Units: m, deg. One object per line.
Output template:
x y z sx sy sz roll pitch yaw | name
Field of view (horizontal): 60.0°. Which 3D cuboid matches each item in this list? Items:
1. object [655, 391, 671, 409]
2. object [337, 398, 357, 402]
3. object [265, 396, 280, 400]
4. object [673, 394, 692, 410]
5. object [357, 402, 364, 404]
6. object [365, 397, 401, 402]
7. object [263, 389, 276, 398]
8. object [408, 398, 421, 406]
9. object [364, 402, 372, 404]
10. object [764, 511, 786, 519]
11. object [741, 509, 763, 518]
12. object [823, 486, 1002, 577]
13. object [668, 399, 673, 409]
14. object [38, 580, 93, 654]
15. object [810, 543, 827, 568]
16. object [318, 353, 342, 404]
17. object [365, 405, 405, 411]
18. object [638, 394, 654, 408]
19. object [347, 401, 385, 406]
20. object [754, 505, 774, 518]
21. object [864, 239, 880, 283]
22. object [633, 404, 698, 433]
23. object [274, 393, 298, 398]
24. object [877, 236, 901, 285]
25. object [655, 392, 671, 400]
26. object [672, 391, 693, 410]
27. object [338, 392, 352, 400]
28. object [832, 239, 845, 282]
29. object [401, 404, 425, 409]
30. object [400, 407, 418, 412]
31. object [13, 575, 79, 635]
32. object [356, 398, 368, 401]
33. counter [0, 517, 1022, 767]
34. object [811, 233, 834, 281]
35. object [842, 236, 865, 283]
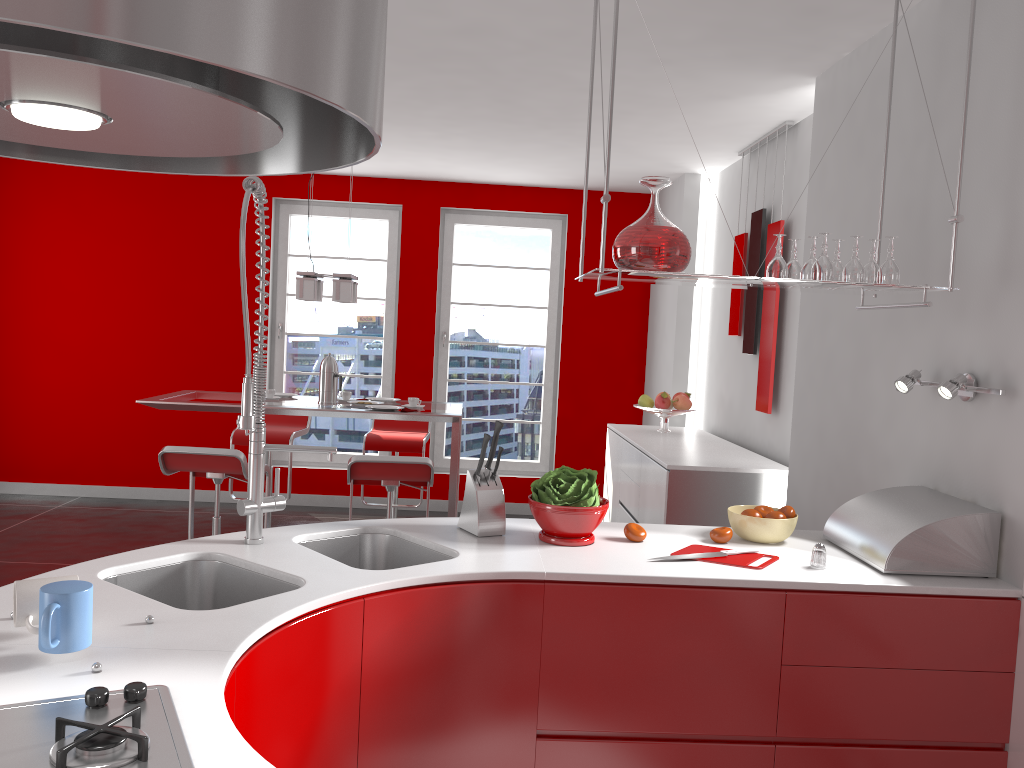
0.924 0.101 5.467 0.097 0.133 0.117 2 3 -13 | object
-0.975 0.095 5.216 0.119 0.016 0.119 3 3 -5 | object
-1.390 0.081 5.092 0.119 0.016 0.119 1 4 -23 | object
1.055 0.115 5.464 0.121 0.101 0.097 1 4 -24 | object
-0.859 0.107 5.029 0.036 0.006 0.034 4 4 21 | object
-0.777 0.097 5.342 0.217 0.015 0.217 1 4 -27 | object
-1.396 0.057 5.093 0.078 0.049 0.062 4 4 20 | object
-0.551 0.105 5.020 0.078 0.049 0.062 3 3 -3 | object
-0.822 0.107 5.057 0.036 0.006 0.034 5 4 34 | object
0.770 0.396 2.594 0.066 0.049 0.062 3 3 -6 | object
0.705 0.392 2.611 0.066 0.049 0.062 3 3 5 | object
1.108 0.400 2.499 0.300 0.170 0.400 3 3 -3 | object
0.974 0.131 5.577 0.086 0.079 0.084 5 4 25 | object
-0.735 0.388 1.464 0.080 0.100 0.109 1 4 -30 | object
0.810 0.452 2.340 0.043 0.066 0.042 4 3 10 | object
-1.025 -0.034 5.043 0.149 0.287 0.113 3 3 5 | object
-0.693 0.132 4.827 0.217 0.015 0.217 5 4 33 | object
0.845 0.110 5.569 0.083 0.086 0.100 0 5 -43 | object
-0.833 0.112 5.048 0.217 0.015 0.217 5 4 34 | object
0.753 0.392 2.654 0.065 0.052 0.062 2 4 -18 | object
1.019 -0.337 2.510 0.060 0.141 0.060 3 3 -3 | object
0.955 0.221 5.559 0.398 0.159 0.398 0 5 -43 | object
-1.391 0.068 5.305 0.217 0.015 0.217 4 4 21 | object
1.033 -0.331 2.426 0.060 0.141 0.060 3 3 -3 | object
0.961 0.103 5.661 0.096 0.105 0.117 5 4 26 | object
1.061 0.099 5.592 0.117 0.129 0.150 6 5 44 | object
-0.980 0.071 5.219 0.078 0.049 0.062 5 4 37 | object
0.935 -0.344 2.556 0.060 0.141 0.060 1 4 -26 | object
-0.560 0.128 5.021 0.119 0.016 0.119 4 4 17 | object
-0.555 0.141 4.828 0.095 0.012 0.234 3 3 -3 | object
-0.819 0.386 1.564 0.100 0.080 0.109 1 4 -33 | object
-0.915 0.092 5.338 0.095 0.012 0.234 3 3 -4 | object
-0.021 0.908 1.936 1.868 0.880 2.865 5 4 31 | counter
0.852 -0.340 2.424 0.060 0.141 0.060 3 3 -3 | object
0.948 -0.337 2.453 0.060 0.141 0.060 3 3 -3 | object
